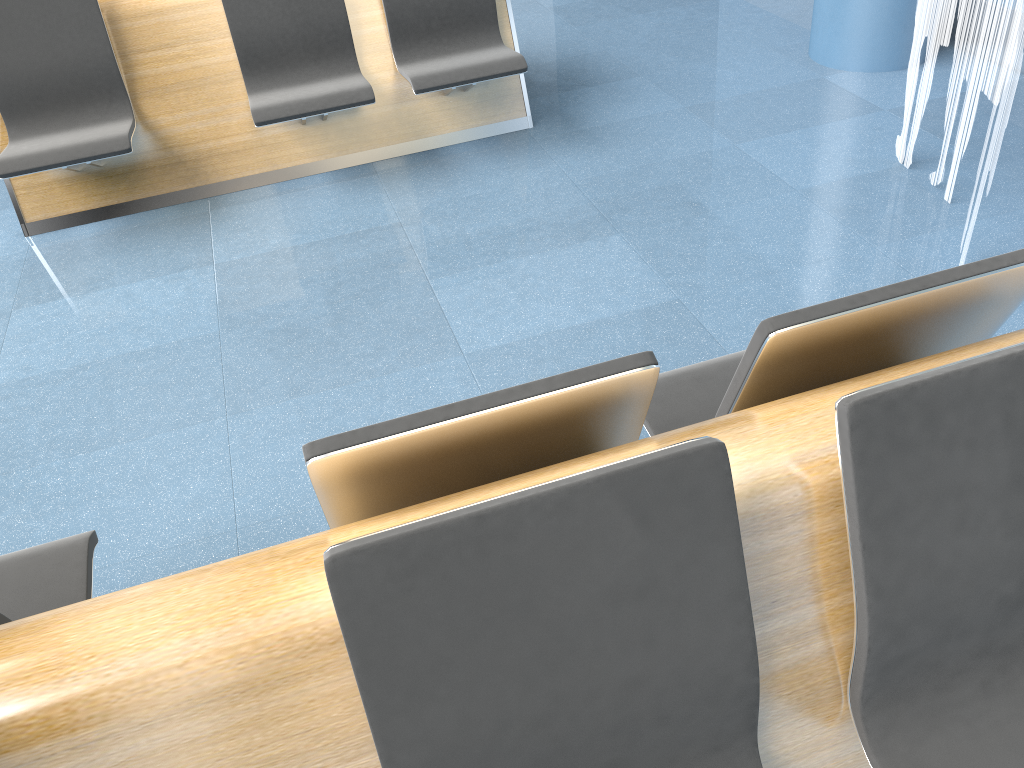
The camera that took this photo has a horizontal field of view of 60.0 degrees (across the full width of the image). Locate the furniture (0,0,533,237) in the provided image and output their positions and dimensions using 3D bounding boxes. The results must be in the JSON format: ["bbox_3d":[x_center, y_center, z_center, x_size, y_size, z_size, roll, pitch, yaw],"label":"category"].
[{"bbox_3d":[-1.134,-1.472,3.971,2.281,0.896,1.301,-15,39,-10],"label":"furniture"}]

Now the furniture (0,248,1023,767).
[{"bbox_3d":[-0.114,0.462,1.340,2.281,0.896,1.301,-15,39,-10],"label":"furniture"}]
